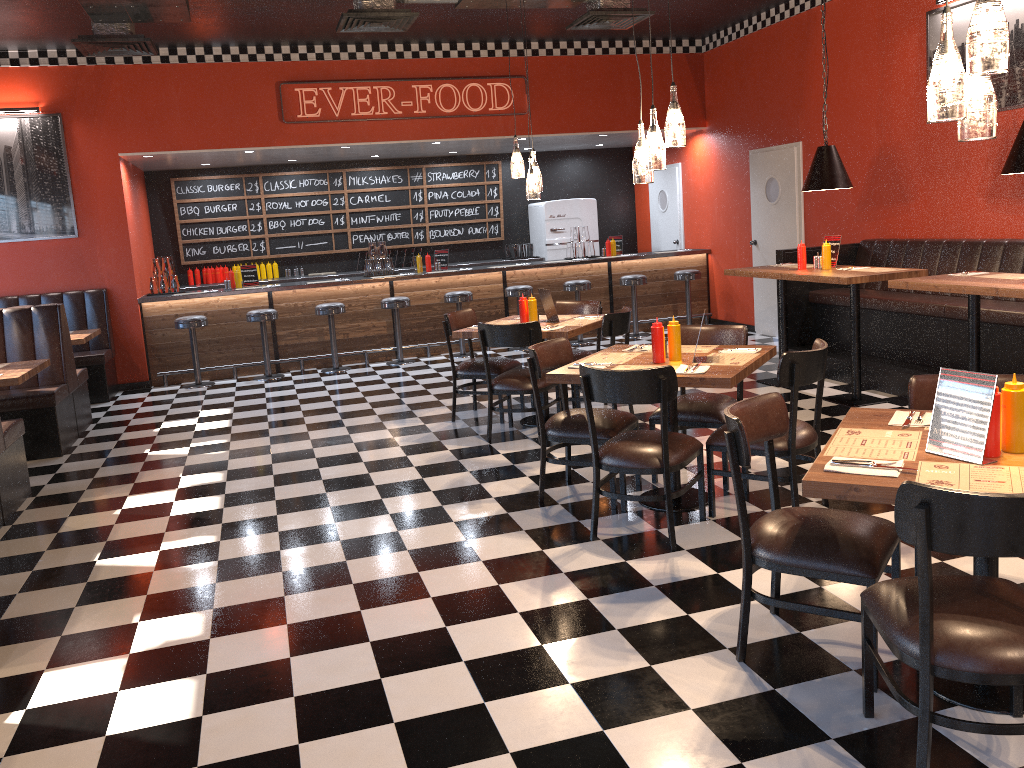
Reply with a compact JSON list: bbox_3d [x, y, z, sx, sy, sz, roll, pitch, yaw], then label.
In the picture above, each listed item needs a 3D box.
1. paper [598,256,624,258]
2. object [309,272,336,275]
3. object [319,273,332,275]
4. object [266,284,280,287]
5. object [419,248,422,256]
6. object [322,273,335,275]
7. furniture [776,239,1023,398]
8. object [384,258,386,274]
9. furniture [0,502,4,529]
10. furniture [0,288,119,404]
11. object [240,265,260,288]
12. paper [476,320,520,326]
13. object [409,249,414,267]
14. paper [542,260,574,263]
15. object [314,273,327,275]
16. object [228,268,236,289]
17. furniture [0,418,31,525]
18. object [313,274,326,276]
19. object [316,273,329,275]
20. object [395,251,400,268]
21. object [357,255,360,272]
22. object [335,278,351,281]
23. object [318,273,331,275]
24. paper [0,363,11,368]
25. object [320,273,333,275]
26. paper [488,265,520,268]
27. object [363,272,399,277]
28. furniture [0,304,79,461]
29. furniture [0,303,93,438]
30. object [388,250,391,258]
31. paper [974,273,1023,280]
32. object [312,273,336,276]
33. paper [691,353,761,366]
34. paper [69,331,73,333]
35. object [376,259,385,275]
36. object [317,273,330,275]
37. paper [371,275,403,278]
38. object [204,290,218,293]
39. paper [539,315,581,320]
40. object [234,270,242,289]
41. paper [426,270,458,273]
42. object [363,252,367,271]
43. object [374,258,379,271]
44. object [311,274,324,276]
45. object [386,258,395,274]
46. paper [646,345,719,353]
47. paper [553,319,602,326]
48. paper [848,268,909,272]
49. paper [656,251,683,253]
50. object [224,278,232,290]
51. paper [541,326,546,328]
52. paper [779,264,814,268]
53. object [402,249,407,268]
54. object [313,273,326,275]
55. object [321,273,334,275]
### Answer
[{"bbox_3d":[1.307,-1.649,11.491,0.366,0.001,0.262,-7,11,-15],"label":"paper"},{"bbox_3d":[-2.661,-1.552,12.415,0.366,0.001,0.262,-7,11,-14],"label":"object"},{"bbox_3d":[-2.661,-1.544,12.416,0.365,0.001,0.262,-6,11,-12],"label":"object"},{"bbox_3d":[-2.787,-1.152,10.345,0.157,0.019,0.256,-6,11,-10],"label":"object"},{"bbox_3d":[-1.336,-1.830,12.786,0.072,0.255,0.189,-6,9,-10],"label":"object"},{"bbox_3d":[-2.660,-1.540,12.417,0.366,0.001,0.262,-7,11,-13],"label":"object"},{"bbox_3d":[4.253,-0.102,4.332,1.105,1.142,8.806,-7,11,-15],"label":"furniture"},{"bbox_3d":[-1.551,-1.467,11.040,0.105,0.207,0.106,1,10,29],"label":"object"},{"bbox_3d":[-3.747,0.420,4.596,1.711,1.147,0.710,-7,9,-16],"label":"furniture"},{"bbox_3d":[-5.091,-0.330,9.158,1.711,1.147,0.710,-7,9,-16],"label":"furniture"},{"bbox_3d":[-3.120,-1.286,10.542,0.189,0.255,0.072,-8,9,-26],"label":"object"},{"bbox_3d":[-0.101,-0.476,6.944,0.261,0.001,0.368,2,12,29],"label":"paper"},{"bbox_3d":[-1.442,-1.816,12.756,0.074,0.256,0.190,-6,9,-13],"label":"object"},{"bbox_3d":[0.589,-1.562,11.297,0.366,0.001,0.262,-7,11,-14],"label":"paper"},{"bbox_3d":[-2.661,-1.550,12.415,0.366,0.001,0.262,-7,11,-15],"label":"object"},{"bbox_3d":[-3.302,-1.242,10.429,0.068,0.236,0.068,-6,8,-14],"label":"object"},{"bbox_3d":[-3.945,0.309,5.268,1.711,1.147,0.710,-7,9,-16],"label":"furniture"},{"bbox_3d":[-2.660,-1.537,12.417,0.366,0.001,0.262,-7,11,-14],"label":"object"},{"bbox_3d":[-2.661,-1.547,12.416,0.366,0.001,0.262,-6,11,-13],"label":"object"},{"bbox_3d":[-1.658,-1.790,12.696,0.072,0.255,0.189,-5,9,-6],"label":"object"},{"bbox_3d":[-2.176,-1.726,12.553,0.070,0.256,0.190,-5,9,-8],"label":"object"},{"bbox_3d":[-2.027,-1.250,10.583,0.158,0.019,0.256,-8,11,-20],"label":"object"},{"bbox_3d":[-2.661,-1.545,12.416,0.366,0.001,0.262,-8,11,-18],"label":"object"},{"bbox_3d":[-3.892,-0.116,6.466,0.366,0.001,0.262,-7,11,-13],"label":"paper"},{"bbox_3d":[-2.661,-1.543,12.416,0.366,0.001,0.262,-7,11,-14],"label":"object"},{"bbox_3d":[-0.103,-1.469,11.066,0.366,0.001,0.262,-8,11,-19],"label":"paper"},{"bbox_3d":[-1.622,-1.353,10.981,0.437,0.018,0.274,-7,11,-16],"label":"object"},{"bbox_3d":[-4.418,0.046,6.872,1.711,1.147,0.710,-7,9,-16],"label":"furniture"},{"bbox_3d":[-4.616,-0.065,7.545,1.711,1.147,0.710,-7,9,-16],"label":"furniture"},{"bbox_3d":[-1.766,-1.776,12.665,0.070,0.257,0.190,-6,9,-12],"label":"object"},{"bbox_3d":[3.110,-0.670,5.517,0.261,0.001,0.367,-7,11,-13],"label":"paper"},{"bbox_3d":[-2.660,-1.538,12.417,0.366,0.001,0.262,-7,11,-15],"label":"object"},{"bbox_3d":[1.116,-0.130,4.607,0.261,0.001,0.368,2,12,30],"label":"paper"},{"bbox_3d":[-4.537,-0.493,8.745,0.366,0.001,0.262,-8,11,-20],"label":"paper"},{"bbox_3d":[-1.627,-1.437,10.906,0.105,0.207,0.106,1,10,29],"label":"object"},{"bbox_3d":[-2.661,-1.546,12.416,0.366,0.001,0.262,-7,11,-16],"label":"object"},{"bbox_3d":[-1.514,-1.297,10.680,0.366,0.001,0.262,-7,11,-14],"label":"paper"},{"bbox_3d":[-3.446,-1.067,10.144,0.158,0.019,0.256,-8,11,-20],"label":"object"},{"bbox_3d":[0.340,-0.532,7.076,0.365,0.001,0.263,2,12,31],"label":"paper"},{"bbox_3d":[-3.211,-1.239,10.381,0.068,0.236,0.068,-6,8,-14],"label":"object"},{"bbox_3d":[-0.852,-1.377,10.860,0.366,0.001,0.262,-7,11,-14],"label":"paper"},{"bbox_3d":[-2.086,-1.736,12.573,0.073,0.258,0.193,-6,9,-13],"label":"object"},{"bbox_3d":[-1.665,-1.453,11.008,0.105,0.207,0.106,1,10,29],"label":"object"},{"bbox_3d":[-2.660,-1.539,12.417,0.365,0.001,0.262,-6,11,-10],"label":"object"},{"bbox_3d":[-1.508,-1.450,10.932,0.105,0.207,0.106,1,10,29],"label":"object"},{"bbox_3d":[0.967,-0.200,5.043,0.365,0.001,0.263,1,12,27],"label":"paper"},{"bbox_3d":[0.487,-0.459,6.625,0.261,0.001,0.368,2,12,29],"label":"paper"},{"bbox_3d":[2.756,-0.858,6.667,0.261,0.001,0.367,-7,11,-13],"label":"paper"},{"bbox_3d":[2.075,-1.744,11.707,0.365,0.001,0.263,-5,11,-5],"label":"paper"},{"bbox_3d":[-3.312,-1.167,10.312,0.093,0.135,0.047,-1,9,19],"label":"object"},{"bbox_3d":[0.036,-0.408,6.521,0.365,0.001,0.263,2,12,28],"label":"paper"},{"bbox_3d":[2.494,-1.010,7.584,0.261,0.001,0.367,-7,11,-13],"label":"paper"},{"bbox_3d":[-1.550,-1.803,12.726,0.072,0.255,0.189,-6,9,-10],"label":"object"},{"bbox_3d":[-2.661,-1.551,12.415,0.366,0.001,0.262,-7,11,-16],"label":"object"},{"bbox_3d":[-2.661,-1.542,12.416,0.366,0.001,0.262,-7,11,-13],"label":"object"}]
